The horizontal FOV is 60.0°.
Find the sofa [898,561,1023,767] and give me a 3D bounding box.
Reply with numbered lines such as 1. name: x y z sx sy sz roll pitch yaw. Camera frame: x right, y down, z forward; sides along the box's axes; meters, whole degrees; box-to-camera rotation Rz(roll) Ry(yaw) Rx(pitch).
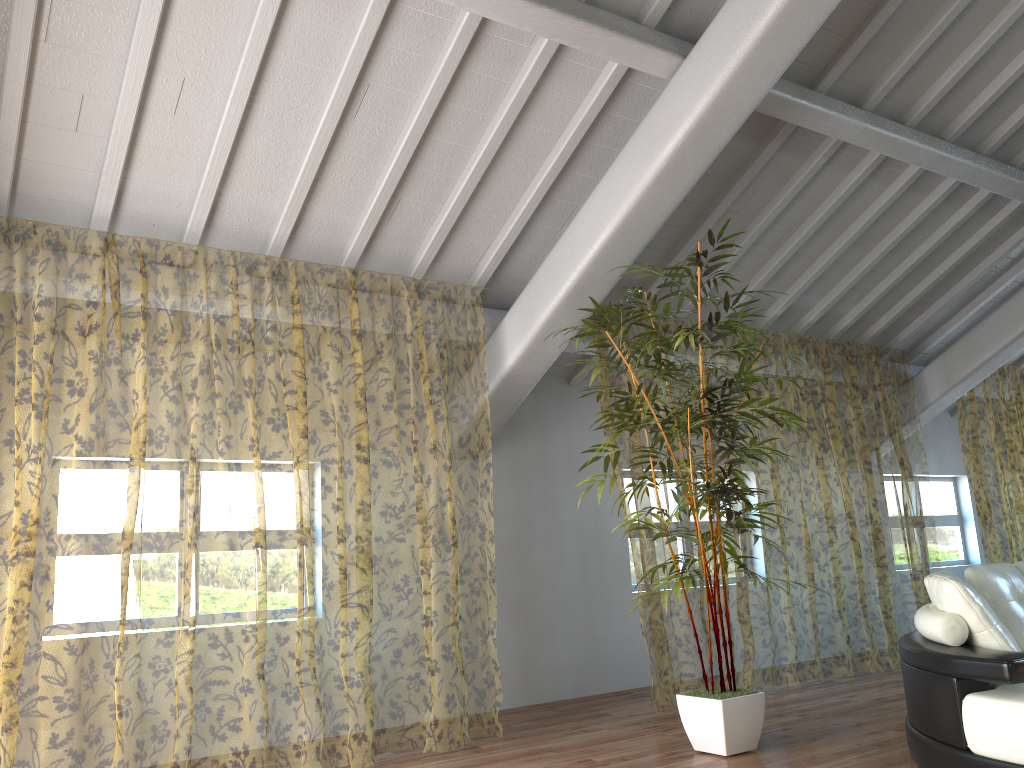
1. sofa: 2.633 1.236 4.135 1.359 0.805 3.047 -11 -14 34

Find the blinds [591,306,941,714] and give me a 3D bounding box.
1. blinds: 2.025 0.848 6.466 3.505 2.546 0.306 5 -14 -33

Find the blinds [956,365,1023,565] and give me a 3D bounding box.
1. blinds: 5.168 1.100 8.532 2.780 2.546 0.306 4 -14 -33

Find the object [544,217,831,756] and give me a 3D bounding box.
1. object: 0.986 0.516 4.394 1.399 2.473 1.177 -1 -12 -9

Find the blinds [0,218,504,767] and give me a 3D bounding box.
1. blinds: -1.567 0.561 4.108 3.505 2.546 0.306 5 -14 -33
